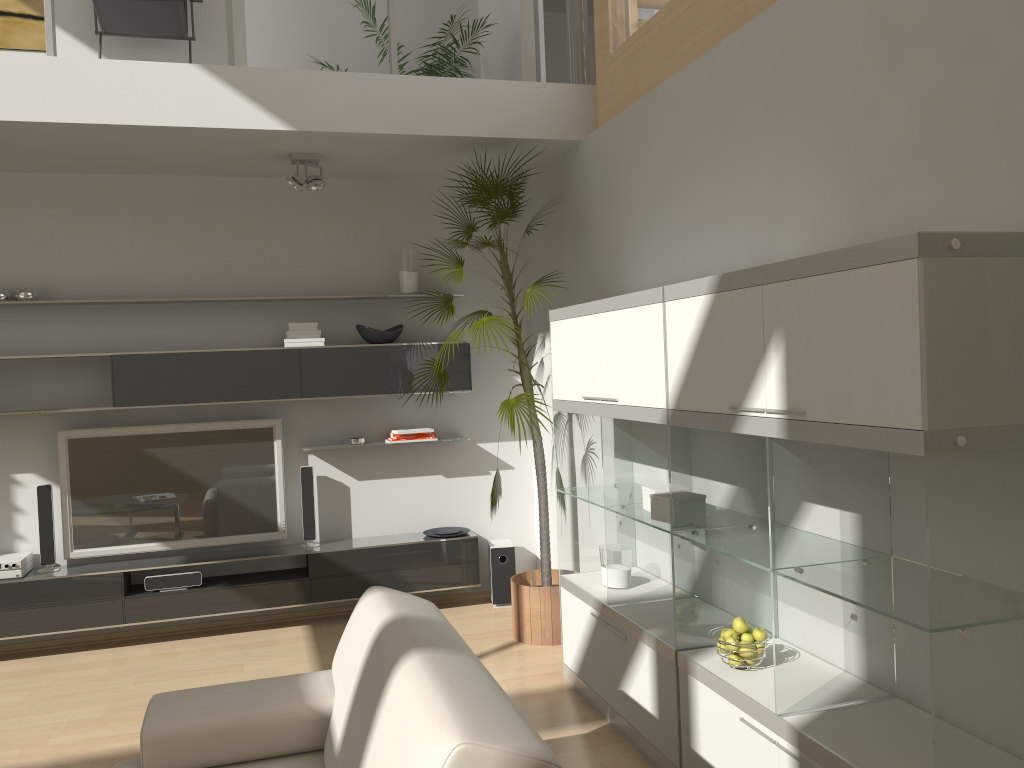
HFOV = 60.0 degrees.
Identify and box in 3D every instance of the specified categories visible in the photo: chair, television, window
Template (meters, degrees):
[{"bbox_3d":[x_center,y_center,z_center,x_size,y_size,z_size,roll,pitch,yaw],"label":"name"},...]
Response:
[{"bbox_3d":[-2.030,-1.932,4.890,0.628,0.825,0.537,-3,1,-16],"label":"chair"},{"bbox_3d":[-0.478,1.060,2.124,1.165,0.846,1.562,-3,1,-16],"label":"chair"},{"bbox_3d":[-1.970,0.598,5.209,1.224,0.735,0.096,-3,1,-16],"label":"television"},{"bbox_3d":[0.833,-2.801,3.372,0.020,2.200,2.525,-3,1,-16],"label":"window"}]

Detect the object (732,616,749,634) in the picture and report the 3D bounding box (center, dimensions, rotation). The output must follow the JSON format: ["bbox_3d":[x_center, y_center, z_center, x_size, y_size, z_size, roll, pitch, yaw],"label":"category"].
[{"bbox_3d":[0.743,0.783,2.881,0.055,0.056,0.055,-3,1,-16],"label":"object"}]

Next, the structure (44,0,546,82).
[{"bbox_3d":[-2.174,-1.946,4.114,5.400,0.900,0.080,-3,1,-16],"label":"structure"}]

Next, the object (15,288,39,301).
[{"bbox_3d":[-2.690,-0.493,4.917,0.115,0.081,0.115,-3,2,-36],"label":"object"}]

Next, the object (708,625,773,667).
[{"bbox_3d":[0.742,0.863,2.874,0.206,0.105,0.206,-2,2,29],"label":"object"}]

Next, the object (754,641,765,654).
[{"bbox_3d":[0.787,0.844,2.836,0.039,0.040,0.040,-3,1,-25],"label":"object"}]

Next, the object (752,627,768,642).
[{"bbox_3d":[0.797,0.806,2.851,0.047,0.045,0.047,-3,1,-16],"label":"object"}]

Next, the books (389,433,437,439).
[{"bbox_3d":[-0.618,0.321,5.522,0.254,0.015,0.190,-3,1,-20],"label":"books"}]

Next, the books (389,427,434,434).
[{"bbox_3d":[-0.627,0.290,5.508,0.227,0.017,0.230,-3,1,-21],"label":"books"}]

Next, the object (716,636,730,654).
[{"bbox_3d":[0.691,0.849,2.883,0.053,0.055,0.054,-1,2,38],"label":"object"}]

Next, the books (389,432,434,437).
[{"bbox_3d":[-0.627,0.306,5.522,0.254,0.015,0.190,-3,1,-15],"label":"books"}]

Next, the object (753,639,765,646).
[{"bbox_3d":[0.800,0.839,2.878,0.047,0.045,0.047,-3,1,-12],"label":"object"}]

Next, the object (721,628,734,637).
[{"bbox_3d":[0.715,0.832,2.922,0.054,0.048,0.055,-3,1,-23],"label":"object"}]

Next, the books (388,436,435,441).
[{"bbox_3d":[-0.626,0.335,5.518,0.268,0.011,0.190,-3,1,-15],"label":"books"}]

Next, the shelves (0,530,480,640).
[{"bbox_3d":[-2.274,1.186,5.019,4.236,0.312,0.300,-3,1,-16],"label":"shelves"}]

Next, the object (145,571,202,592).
[{"bbox_3d":[-1.917,1.119,5.030,0.300,0.092,0.085,-3,1,-16],"label":"object"}]

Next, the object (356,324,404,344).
[{"bbox_3d":[-0.806,-0.303,5.437,0.317,0.125,0.223,-3,2,-38],"label":"object"}]

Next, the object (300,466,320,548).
[{"bbox_3d":[-1.231,0.738,5.365,0.111,0.483,0.116,-3,1,-10],"label":"object"}]

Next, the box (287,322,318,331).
[{"bbox_3d":[-1.254,-0.338,5.311,0.168,0.047,0.168,-3,1,-16],"label":"box"}]

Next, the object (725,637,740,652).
[{"bbox_3d":[0.703,0.829,2.822,0.047,0.048,0.047,-1,2,36],"label":"object"}]

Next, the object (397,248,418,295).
[{"bbox_3d":[-0.645,-0.696,5.525,0.129,0.291,0.129,-4,2,-44],"label":"object"}]

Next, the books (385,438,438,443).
[{"bbox_3d":[-0.630,0.347,5.518,0.296,0.013,0.210,-3,1,-16],"label":"books"}]

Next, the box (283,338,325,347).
[{"bbox_3d":[-1.249,-0.244,5.314,0.232,0.047,0.232,-3,1,-16],"label":"box"}]

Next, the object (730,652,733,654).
[{"bbox_3d":[0.732,0.890,2.903,0.038,0.038,0.038,-3,1,-13],"label":"object"}]

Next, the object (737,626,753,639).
[{"bbox_3d":[0.768,0.818,2.910,0.055,0.054,0.050,-1,2,43],"label":"object"}]

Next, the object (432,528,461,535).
[{"bbox_3d":[-0.409,0.929,5.551,0.178,0.020,0.178,-3,2,-33],"label":"object"}]

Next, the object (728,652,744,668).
[{"bbox_3d":[0.720,0.886,2.851,0.048,0.048,0.048,-2,1,-5],"label":"object"}]

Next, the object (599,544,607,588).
[{"bbox_3d":[0.465,0.817,3.967,0.130,0.177,0.172,-3,1,-27],"label":"object"}]

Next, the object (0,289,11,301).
[{"bbox_3d":[-2.842,-0.487,4.917,0.115,0.081,0.115,-3,2,-36],"label":"object"}]

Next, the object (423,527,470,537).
[{"bbox_3d":[-0.409,0.932,5.551,0.294,0.020,0.294,-2,1,23],"label":"object"}]

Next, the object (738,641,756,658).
[{"bbox_3d":[0.747,0.844,2.823,0.058,0.058,0.058,-1,2,41],"label":"object"}]

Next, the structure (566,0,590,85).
[{"bbox_3d":[0.338,-2.819,5.011,0.122,2.400,0.121,-2,1,26],"label":"structure"}]

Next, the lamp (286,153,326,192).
[{"bbox_3d":[-1.137,-1.157,4.886,0.214,0.195,0.150,-3,1,-16],"label":"lamp"}]

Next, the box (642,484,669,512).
[{"bbox_3d":[0.605,0.450,3.481,0.146,0.094,0.146,-3,1,-11],"label":"box"}]

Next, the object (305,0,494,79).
[{"bbox_3d":[-0.676,-2.131,5.957,1.331,1.069,1.491,-3,1,-19],"label":"object"}]

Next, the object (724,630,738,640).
[{"bbox_3d":[0.707,0.815,2.864,0.044,0.043,0.040,-2,1,-2],"label":"object"}]

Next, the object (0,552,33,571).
[{"bbox_3d":[-2.846,0.983,4.851,0.349,0.049,0.262,-3,1,-16],"label":"object"}]

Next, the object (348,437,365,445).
[{"bbox_3d":[-0.954,0.350,5.451,0.106,0.035,0.105,-2,1,19],"label":"object"}]

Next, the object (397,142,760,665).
[{"bbox_3d":[0.332,0.070,4.193,0.983,2.668,2.706,-3,2,-36],"label":"object"}]

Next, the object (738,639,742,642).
[{"bbox_3d":[0.758,0.859,2.925,0.045,0.042,0.045,-3,1,-22],"label":"object"}]

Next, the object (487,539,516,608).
[{"bbox_3d":[-0.064,1.201,5.631,0.150,0.374,0.275,-2,1,-6],"label":"object"}]

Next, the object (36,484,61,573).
[{"bbox_3d":[-2.600,0.803,4.957,0.111,0.483,0.116,-3,1,-20],"label":"object"}]

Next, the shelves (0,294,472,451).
[{"bbox_3d":[-2.323,-0.012,4.991,4.236,0.914,0.300,-3,1,-16],"label":"shelves"}]

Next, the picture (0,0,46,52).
[{"bbox_3d":[-3.453,-2.748,4.780,1.684,1.800,0.010,-3,1,-16],"label":"picture"}]

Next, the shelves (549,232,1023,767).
[{"bbox_3d":[0.738,0.535,3.105,0.408,1.756,2.432,-3,1,-16],"label":"shelves"}]

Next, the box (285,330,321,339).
[{"bbox_3d":[-1.253,-0.291,5.313,0.200,0.047,0.200,-3,1,-16],"label":"box"}]

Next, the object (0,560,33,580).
[{"bbox_3d":[-2.846,1.032,4.858,0.349,0.049,0.250,-3,1,-16],"label":"object"}]

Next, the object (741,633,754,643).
[{"bbox_3d":[0.759,0.820,2.855,0.040,0.038,0.040,-1,2,45],"label":"object"}]

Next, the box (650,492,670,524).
[{"bbox_3d":[0.612,0.455,3.275,0.146,0.094,0.146,-3,1,-26],"label":"box"}]
